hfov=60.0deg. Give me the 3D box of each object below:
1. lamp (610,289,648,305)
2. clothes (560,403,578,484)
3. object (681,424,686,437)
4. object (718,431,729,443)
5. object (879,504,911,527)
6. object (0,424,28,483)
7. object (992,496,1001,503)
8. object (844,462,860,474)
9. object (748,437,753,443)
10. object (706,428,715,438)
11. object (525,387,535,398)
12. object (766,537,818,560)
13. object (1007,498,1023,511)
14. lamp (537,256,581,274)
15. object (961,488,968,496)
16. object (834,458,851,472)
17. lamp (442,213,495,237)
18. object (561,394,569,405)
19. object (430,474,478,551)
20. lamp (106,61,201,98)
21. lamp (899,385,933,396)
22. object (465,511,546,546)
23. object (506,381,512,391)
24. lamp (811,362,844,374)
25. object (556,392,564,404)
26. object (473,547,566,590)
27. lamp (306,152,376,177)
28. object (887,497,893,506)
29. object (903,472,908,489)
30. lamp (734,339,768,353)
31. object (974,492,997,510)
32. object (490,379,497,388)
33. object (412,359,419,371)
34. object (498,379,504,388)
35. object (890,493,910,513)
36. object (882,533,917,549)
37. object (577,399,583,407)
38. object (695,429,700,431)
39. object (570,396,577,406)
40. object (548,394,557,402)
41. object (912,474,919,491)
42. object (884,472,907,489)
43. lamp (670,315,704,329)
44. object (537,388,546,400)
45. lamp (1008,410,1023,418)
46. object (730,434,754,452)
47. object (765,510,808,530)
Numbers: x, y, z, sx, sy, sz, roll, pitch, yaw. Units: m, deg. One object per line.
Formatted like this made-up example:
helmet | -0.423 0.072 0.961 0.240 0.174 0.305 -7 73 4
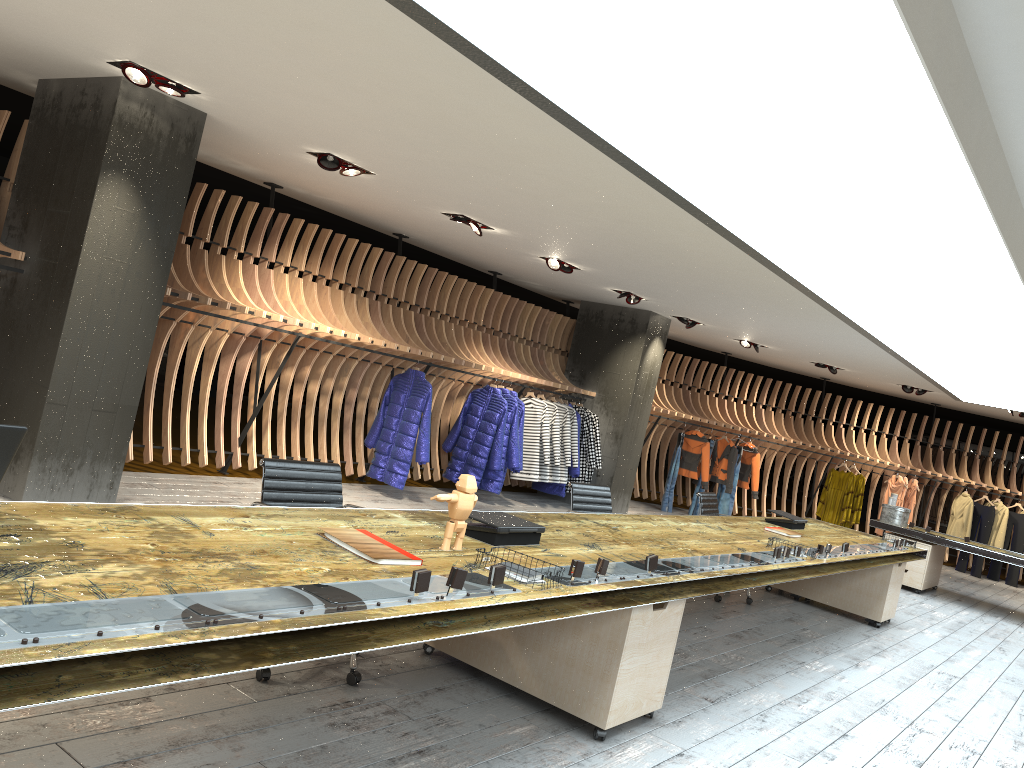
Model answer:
lamp | 1.421 -1.107 10.654 0.270 0.292 0.492 13 0 36
clothes | 0.599 0.776 11.501 0.753 1.062 0.128 13 -1 34
object | 2.724 0.713 14.011 0.023 0.243 0.548 13 0 17
object | 3.467 0.897 14.482 0.012 0.270 0.526 14 0 -34
object | 5.032 1.727 11.651 0.303 0.239 0.497 13 0 36
object | -1.484 0.203 2.156 0.366 0.316 0.372 13 0 36
object | 8.206 1.988 14.977 0.012 0.270 0.525 13 0 -9
object | 5.856 1.446 15.211 0.012 0.270 0.526 13 0 -24
object | 3.943 1.003 14.717 0.012 0.270 0.526 13 0 -24
object | 3.220 0.826 14.339 0.023 0.243 0.548 12 0 32
object | 0.240 0.179 11.006 0.519 0.313 0.012 13 -1 36
object | 1.855 1.093 5.876 0.302 0.071 0.208 13 0 30
object | 8.486 2.052 14.872 0.012 0.270 0.526 13 0 -29
lamp | 0.517 -1.316 9.361 0.270 0.286 0.492 13 0 36
object | 7.723 1.876 15.094 0.012 0.270 0.525 13 0 1
object | 5.680 1.406 15.185 0.012 0.270 0.526 13 0 -24
lamp | -0.389 -1.517 8.067 0.270 0.294 0.492 13 0 36
object | 0.695 0.262 11.751 0.526 0.270 0.012 13 -1 36
object | -0.224 0.499 3.435 0.097 0.301 0.320 13 0 19
lamp | -2.200 -1.926 5.481 0.270 0.296 0.492 13 0 36
lamp | 6.392 0.032 14.038 0.492 0.297 0.269 13 0 -4
object | -0.059 0.644 3.956 0.263 0.088 0.372 13 0 36
object | -0.041 0.095 10.646 0.526 0.270 0.012 13 -1 36
lamp | 4.879 -0.319 13.707 0.492 0.293 0.269 13 0 -22
object | 0.624 0.266 11.555 0.519 0.313 0.012 13 -1 36
object | 0.026 0.680 3.267 0.302 0.074 0.216 13 0 30
lamp | -1.294 -1.723 6.774 0.270 0.292 0.492 13 0 36
object | 4.939 1.529 11.578 0.062 0.109 0.062 13 -1 2
object | 6.732 1.645 15.232 0.012 0.270 0.525 13 0 6
lamp | 3.506 -0.631 12.983 0.492 0.296 0.270 13 0 -35
object | 8.017 1.943 15.021 0.012 0.270 0.525 13 0 -19
object | -0.238 0.064 10.396 0.524 0.292 0.012 13 -1 36
object | -1.013 -0.125 9.257 0.526 0.270 0.012 13 -1 36
object | -0.131 0.083 10.491 0.524 0.291 0.012 13 -1 36
object | 5.071 1.553 11.587 0.263 0.204 0.088 13 -1 34
object | 3.767 1.527 8.620 0.302 0.074 0.216 13 0 30
object | 0.927 0.343 12.002 0.519 0.313 0.012 13 -1 36
object | 2.963 0.779 14.195 0.012 0.270 0.526 14 0 -39
object | 0.822 0.321 11.847 0.517 0.316 0.012 13 -1 36
object | 0.522 0.243 11.410 0.519 0.313 0.012 13 -1 36
object | 6.890 1.681 15.206 0.012 0.270 0.525 13 0 1
object | 6.616 1.618 15.235 0.012 0.270 0.525 13 0 -19
lamp | 2.372 -0.892 11.910 0.270 0.292 0.492 13 0 42
object | 0.373 0.209 11.197 0.519 0.313 0.012 13 -1 36
lamp | 7.935 0.381 13.881 0.493 0.284 0.269 13 0 16
object | 3.729 0.943 14.618 0.549 0.243 0.023 13 -1 12
object | 2.402 1.189 7.758 0.261 0.111 0.372 13 0 36
